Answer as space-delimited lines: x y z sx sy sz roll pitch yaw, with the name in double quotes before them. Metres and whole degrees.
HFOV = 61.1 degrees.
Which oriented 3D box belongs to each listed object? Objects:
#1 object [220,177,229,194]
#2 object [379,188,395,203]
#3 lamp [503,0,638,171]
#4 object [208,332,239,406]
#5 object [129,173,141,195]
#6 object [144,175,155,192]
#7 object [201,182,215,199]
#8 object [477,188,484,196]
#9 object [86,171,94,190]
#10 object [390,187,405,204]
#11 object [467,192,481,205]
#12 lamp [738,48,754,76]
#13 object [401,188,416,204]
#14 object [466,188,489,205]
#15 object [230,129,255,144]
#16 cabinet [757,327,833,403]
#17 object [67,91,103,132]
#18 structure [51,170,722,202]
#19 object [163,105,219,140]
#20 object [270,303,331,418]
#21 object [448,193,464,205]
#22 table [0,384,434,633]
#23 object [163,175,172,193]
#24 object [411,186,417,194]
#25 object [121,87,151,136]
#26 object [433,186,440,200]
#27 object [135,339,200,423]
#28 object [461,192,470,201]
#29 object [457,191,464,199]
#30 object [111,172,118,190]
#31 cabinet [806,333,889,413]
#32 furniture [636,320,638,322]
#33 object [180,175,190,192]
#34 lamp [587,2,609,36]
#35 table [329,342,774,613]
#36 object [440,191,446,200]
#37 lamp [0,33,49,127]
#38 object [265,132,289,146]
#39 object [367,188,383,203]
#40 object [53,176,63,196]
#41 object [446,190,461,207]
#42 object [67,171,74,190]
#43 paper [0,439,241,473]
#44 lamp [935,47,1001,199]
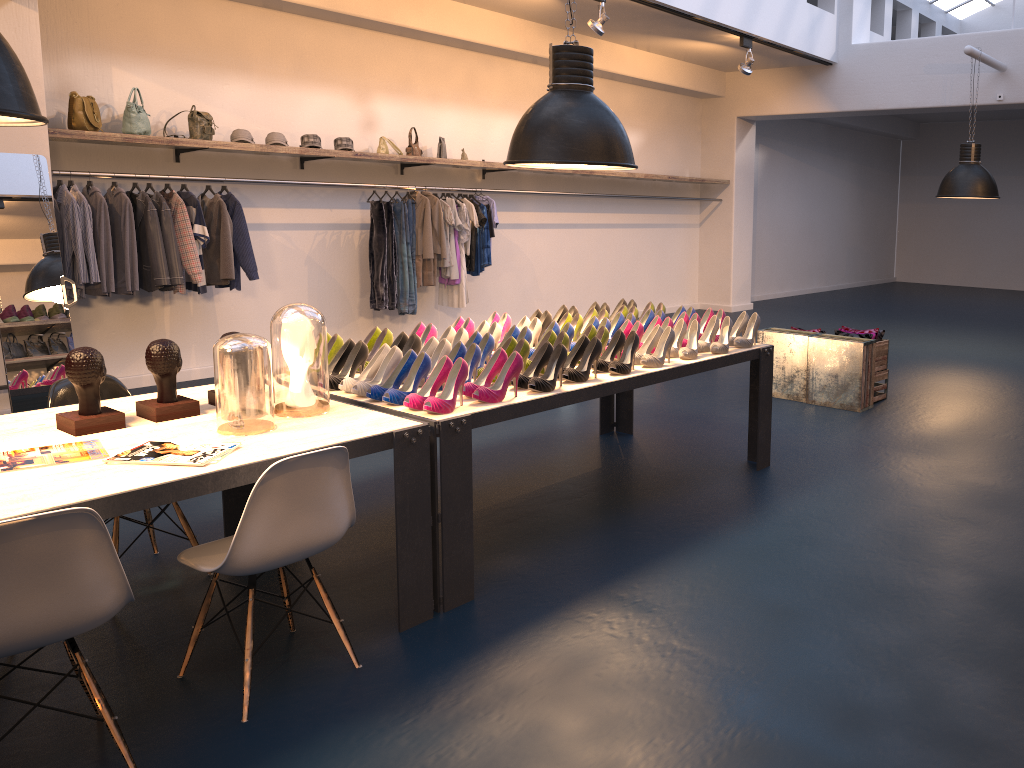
"object" -2.319 -1.557 7.004 0.398 0.217 0.011 10 13 39
"object" -1.191 -1.802 8.221 0.215 0.175 0.016 9 12 39
"lamp" 0.301 -1.934 4.403 0.650 1.631 0.756 6 10 33
"object" -1.062 -0.062 3.344 0.142 0.282 0.167 8 11 40
"object" -2.799 -1.456 6.458 0.398 0.217 0.011 10 13 39
"object" -2.728 -1.471 6.537 0.398 0.217 0.011 10 13 39
"object" -2.407 -1.536 6.894 0.398 0.217 0.011 10 13 39
"object" -0.326 -1.974 9.165 0.375 0.177 0.019 11 13 41
"object" -3.020 -1.412 6.217 0.398 0.217 0.011 10 13 39
"object" -1.104 -1.819 8.317 0.215 0.175 0.016 9 12 39
"object" -0.422 -1.936 9.064 0.398 0.217 0.011 11 13 40
"lamp" 2.728 -3.743 10.119 0.184 0.324 0.238 0 9 -3
"object" -1.009 -1.839 8.421 0.215 0.175 0.016 9 12 39
"object" -0.380 -1.962 9.103 0.375 0.177 0.019 11 13 41
"object" -2.226 -2.037 7.150 0.192 0.124 0.232 -1 11 -11
"cabinet" 2.411 -0.188 7.343 0.435 0.543 0.606 9 13 41
"object" -3.062 -1.946 6.250 0.215 0.281 0.304 -2 10 -18
"structure" -0.035 -2.103 9.486 0.036 0.038 9.486 9 14 41
"object" -2.541 -2.063 6.859 0.402 0.281 0.228 -6 11 -32
"object" -0.791 -0.098 3.239 0.188 0.408 0.217 5 10 30
"object" -0.615 -1.918 8.853 0.334 0.175 0.016 10 12 39
"table" -1.642 0.606 2.546 1.142 0.733 2.763 10 14 41
"object" -2.637 -1.494 6.653 0.398 0.217 0.011 10 13 39
"object" -0.949 -1.849 8.484 0.374 0.177 0.019 11 13 41
"object" -2.842 -2.053 6.555 0.182 0.363 0.358 -1 10 -9
"object" -0.768 -1.865 8.685 0.398 0.217 0.011 10 12 39
"object" -1.250 -0.024 3.138 0.142 0.282 0.167 8 11 40
"object" -0.482 -1.924 8.998 0.398 0.217 0.011 11 13 41
"object" -0.531 -1.924 8.941 0.358 0.195 0.010 10 13 40
"object" -2.903 -1.436 6.346 0.398 0.217 0.011 10 13 39
"cabinet" 2.233 -0.314 7.926 0.806 0.542 2.609 -5 13 -31
"furniture" 1.056 -0.338 8.056 0.535 0.475 0.632 10 14 43
"object" -2.549 -1.512 6.752 0.398 0.217 0.011 10 13 39
"lamp" 0.813 -3.357 8.022 0.245 0.324 0.179 0 9 -5
"table" 0.219 0.231 4.584 1.142 0.733 2.763 10 14 41
"object" -0.689 -1.892 8.766 0.278 0.195 0.013 10 12 40
"lamp" -1.680 -1.534 2.231 0.729 1.631 0.677 -2 9 -12
"object" -2.007 -2.082 7.389 0.192 0.124 0.232 -1 11 -11
"object" -1.286 -1.783 8.117 0.215 0.175 0.016 9 12 39
"object" -3.155 -1.383 6.065 0.398 0.217 0.011 10 13 39
"object" -0.649 -1.901 8.817 0.334 0.195 0.016 10 12 39
"object" -3.106 -1.393 6.119 0.398 0.217 0.011 10 13 39
"paper" -1.232 0.213 2.659 0.747 0.014 0.326 -1 12 -11
"lamp" 5.141 -2.910 9.703 0.684 1.631 0.722 2 9 10
